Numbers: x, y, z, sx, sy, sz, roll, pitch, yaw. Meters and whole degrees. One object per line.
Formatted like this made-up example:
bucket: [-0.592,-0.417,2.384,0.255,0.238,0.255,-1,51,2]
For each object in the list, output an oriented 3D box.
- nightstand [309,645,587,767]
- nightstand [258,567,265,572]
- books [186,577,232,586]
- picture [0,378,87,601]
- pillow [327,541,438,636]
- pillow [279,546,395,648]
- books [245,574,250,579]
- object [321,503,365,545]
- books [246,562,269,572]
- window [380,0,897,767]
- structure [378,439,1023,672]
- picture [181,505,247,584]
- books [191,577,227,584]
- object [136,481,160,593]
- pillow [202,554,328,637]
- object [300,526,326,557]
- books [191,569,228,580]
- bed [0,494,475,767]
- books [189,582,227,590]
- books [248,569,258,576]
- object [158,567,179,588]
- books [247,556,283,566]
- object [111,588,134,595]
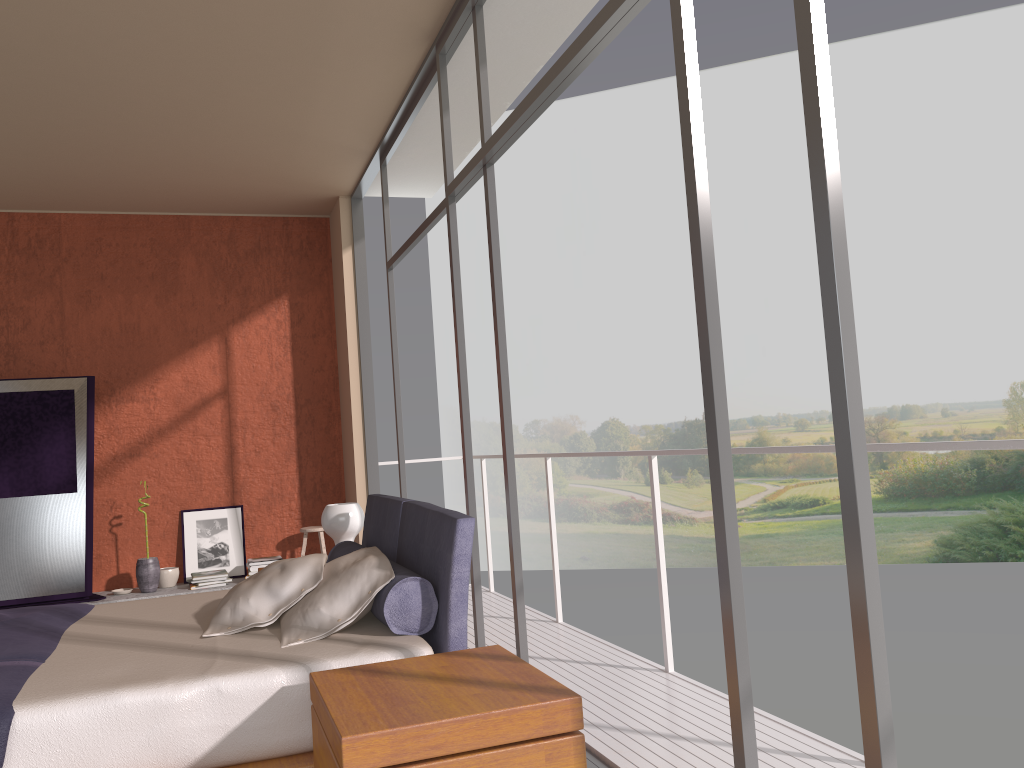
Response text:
nightstand: [-0.183,1.046,2.265,0.562,0.556,0.628,-3,-4,-19]
nightstand: [-1.040,1.269,4.753,0.562,0.556,0.628,-3,-4,-19]
books: [-2.235,1.452,6.550,0.247,0.018,0.328,-1,-5,-35]
picture: [-3.513,0.721,6.085,1.129,1.496,0.126,-3,-4,-19]
pillow: [-0.554,0.786,3.567,0.205,0.201,1.470,-3,-4,-19]
pillow: [-0.656,0.762,3.244,0.400,0.265,0.791,-3,-4,-16]
books: [-1.845,1.418,6.629,0.247,0.025,0.287,-3,-4,-8]
object: [-0.882,0.800,4.656,0.224,0.338,0.224,-4,-4,-8]
books: [-1.851,1.359,6.652,0.247,0.038,0.319,-3,-4,-22]
window: [0.201,-0.215,3.037,0.075,3.133,6.106,-3,-4,-19]
structure: [0.586,0.763,3.288,0.728,1.005,7.689,-3,-4,-19]
picture: [-2.299,1.232,6.842,0.458,0.550,0.117,-3,-4,-19]
books: [-2.229,1.428,6.539,0.247,0.025,0.287,-3,-4,-17]
object: [-2.655,1.104,6.442,0.165,0.810,0.165,-4,-4,4]
pillow: [-0.945,0.810,3.520,0.431,0.264,0.869,-3,-4,-12]
object: [-1.512,1.291,6.923,0.260,0.349,0.257,-7,-5,40]
books: [-2.233,1.408,6.544,0.247,0.018,0.328,-2,-4,-22]
bed: [-1.520,1.010,3.228,2.462,0.959,2.017,-3,-4,-19]
books: [-2.243,1.474,6.536,0.247,0.025,0.287,-2,-4,-23]
books: [-1.849,1.391,6.650,0.247,0.027,0.328,-3,-4,-18]
object: [-2.578,1.448,6.619,0.179,0.137,0.180,-4,-4,-7]
books: [-1.856,1.328,6.660,0.247,0.025,0.287,-3,-4,-19]
object: [-2.815,1.508,6.410,0.152,0.040,0.152,-5,-4,16]
